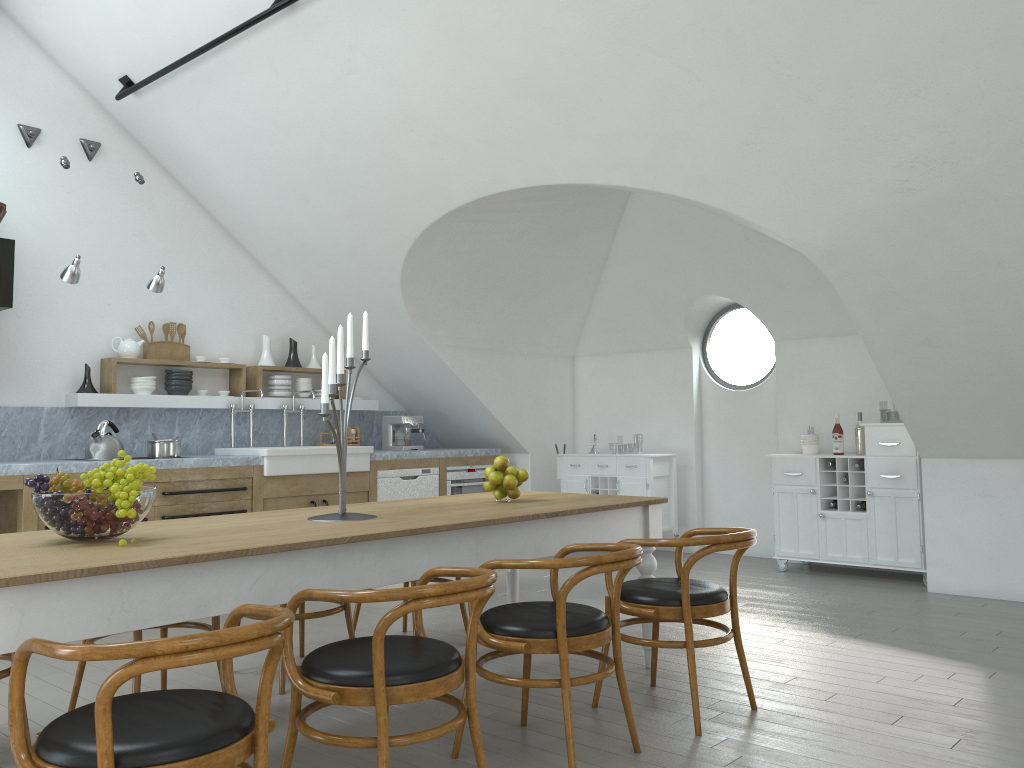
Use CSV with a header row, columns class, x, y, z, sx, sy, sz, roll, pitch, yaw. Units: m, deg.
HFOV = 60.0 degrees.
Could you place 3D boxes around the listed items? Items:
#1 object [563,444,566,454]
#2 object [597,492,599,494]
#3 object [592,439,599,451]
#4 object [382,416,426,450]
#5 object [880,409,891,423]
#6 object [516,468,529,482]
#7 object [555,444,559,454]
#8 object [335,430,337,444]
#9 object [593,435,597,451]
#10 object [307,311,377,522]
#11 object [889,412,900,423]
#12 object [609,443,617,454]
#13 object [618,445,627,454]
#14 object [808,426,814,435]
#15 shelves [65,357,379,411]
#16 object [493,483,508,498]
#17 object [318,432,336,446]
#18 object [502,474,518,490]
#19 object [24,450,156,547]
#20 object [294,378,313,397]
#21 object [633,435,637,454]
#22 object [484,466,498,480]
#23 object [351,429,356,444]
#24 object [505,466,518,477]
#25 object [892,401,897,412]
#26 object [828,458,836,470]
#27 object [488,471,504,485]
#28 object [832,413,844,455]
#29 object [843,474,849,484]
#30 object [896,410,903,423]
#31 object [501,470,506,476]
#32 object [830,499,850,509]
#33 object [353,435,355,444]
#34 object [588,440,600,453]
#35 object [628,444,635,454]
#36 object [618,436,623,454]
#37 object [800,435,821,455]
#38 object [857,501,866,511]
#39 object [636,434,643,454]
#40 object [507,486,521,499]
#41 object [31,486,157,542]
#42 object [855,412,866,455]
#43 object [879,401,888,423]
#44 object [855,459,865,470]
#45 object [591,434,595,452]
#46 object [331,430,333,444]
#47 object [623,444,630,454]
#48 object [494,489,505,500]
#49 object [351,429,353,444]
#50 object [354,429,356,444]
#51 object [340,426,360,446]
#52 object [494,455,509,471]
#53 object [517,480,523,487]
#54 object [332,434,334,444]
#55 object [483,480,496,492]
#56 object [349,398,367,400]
class,x,y,z,sx,sy,sz,roll,pitch,yaw
object,0.495,0.702,8.411,0.029,0.269,0.088,1,-5,-22
object,0.823,1.031,8.103,0.082,0.085,0.317,-4,-5,42
object,0.791,0.582,8.494,0.097,0.137,0.029,-5,-6,45
object,-0.953,0.455,8.191,0.386,0.321,0.324,-4,-5,41
object,2.791,0.243,6.625,0.082,0.105,0.081,0,-4,-10
object,0.048,0.424,4.123,0.063,0.063,0.062,-1,-4,4
object,0.454,0.704,8.447,0.088,0.269,0.029,-2,-5,15
object,-1.563,0.495,7.883,0.040,0.193,0.042,0,-5,-12
object,0.794,0.567,8.469,0.024,0.164,0.039,3,-6,-36
object,-0.640,0.087,3.528,0.265,0.877,0.773,-2,-4,15
object,2.867,0.255,6.665,0.077,0.085,0.077,3,-5,-41
object,0.919,0.589,8.056,0.081,0.105,0.081,2,-5,-35
object,1.002,0.597,8.031,0.077,0.085,0.077,-3,-5,29
object,2.455,0.452,7.316,0.115,0.209,0.065,-5,-6,44
shelves,-3.059,-0.525,6.227,0.479,1.365,5.543,-4,-4,36
object,-0.051,0.498,4.159,0.080,0.074,0.078,0,-4,-4
object,-1.632,0.514,7.878,0.100,0.172,0.172,-5,-6,43
object,-0.010,0.450,4.064,0.071,0.072,0.070,-1,-4,6
object,-1.310,0.351,2.781,0.393,0.285,0.292,-1,-4,6
object,-1.817,0.032,7.731,0.158,0.160,0.154,1,-4,-20
object,1.131,0.550,8.059,0.054,0.179,0.054,-2,-5,19
object,-0.096,0.418,4.135,0.066,0.071,0.072,-1,-4,11
object,-1.442,0.503,8.053,0.040,0.193,0.042,-1,-5,2
object,-0.003,0.407,4.100,0.053,0.057,0.058,2,-5,-34
object,2.941,0.213,6.778,0.054,0.179,0.054,-4,-6,36
object,2.548,0.623,6.913,0.092,0.094,0.359,-4,-5,42
object,-0.072,0.431,4.066,0.071,0.064,0.072,-3,-5,35
object,2.560,0.392,6.962,0.081,0.330,0.081,-4,-6,37
object,2.629,0.730,6.842,0.085,0.086,0.330,-4,-5,41
object,2.940,0.249,6.705,0.071,0.099,0.071,3,-5,-40
object,-0.028,0.419,4.163,0.053,0.051,0.052,-1,-4,13
object,2.576,0.927,6.870,0.156,0.086,0.331,-4,-4,42
object,-1.439,0.507,8.069,0.018,0.197,0.020,2,-5,-26
object,0.785,0.601,8.488,0.101,0.138,0.067,-4,-6,41
object,1.082,0.588,8.007,0.071,0.099,0.071,1,-5,-25
object,0.990,0.559,8.099,0.048,0.170,0.048,-3,-5,29
object,2.381,0.485,7.080,0.158,0.160,0.154,1,-4,-20
object,2.701,0.923,6.750,0.081,0.081,0.358,-4,-4,39
object,1.153,0.543,8.000,0.063,0.187,0.063,-3,-5,27
object,0.008,0.502,4.114,0.064,0.064,0.063,2,-5,-37
object,-1.318,0.415,2.803,0.360,0.160,0.359,-2,-4,22
object,2.691,0.383,6.839,0.085,0.331,0.085,-1,-5,0
object,2.813,0.215,6.706,0.048,0.170,0.048,1,-5,-16
object,2.698,0.619,6.769,0.087,0.085,0.359,-4,-5,41
object,0.780,0.566,8.501,0.039,0.175,0.054,-5,-6,41
object,-1.599,0.499,7.888,0.019,0.196,0.022,-3,-5,30
object,1.066,0.596,8.097,0.094,0.094,0.093,-3,-4,29
object,-0.058,0.509,4.091,0.051,0.050,0.049,3,-5,-45
object,-1.459,0.508,8.077,0.018,0.196,0.023,3,-6,-41
object,-1.436,0.507,8.079,0.019,0.196,0.022,-5,-6,42
object,-1.494,0.496,8.054,0.104,0.223,0.200,-5,-6,41
object,-0.048,0.370,4.132,0.072,0.074,0.072,-4,-5,41
object,0.017,0.450,4.169,0.076,0.076,0.076,-1,-4,8
object,-1.589,0.508,7.871,0.019,0.179,0.044,-1,-5,6
object,-0.103,0.472,4.108,0.059,0.056,0.059,-3,-5,36
object,-1.448,0.145,8.191,0.213,0.025,0.213,-2,-3,29
